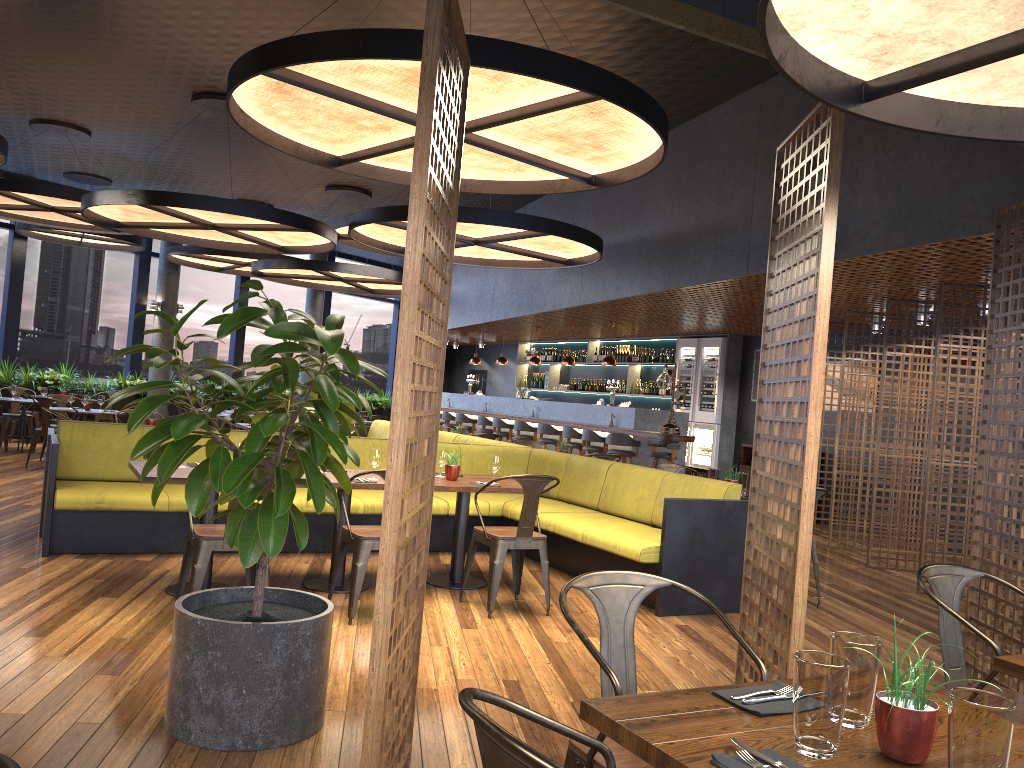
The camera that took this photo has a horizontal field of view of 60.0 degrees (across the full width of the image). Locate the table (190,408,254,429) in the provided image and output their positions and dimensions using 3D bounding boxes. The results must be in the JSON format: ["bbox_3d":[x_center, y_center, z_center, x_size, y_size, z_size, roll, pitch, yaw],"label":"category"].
[{"bbox_3d":[-4.987,0.842,15.147,0.906,0.763,0.887,5,-1,-28],"label":"table"}]

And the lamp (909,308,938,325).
[{"bbox_3d":[4.392,-0.720,9.474,0.228,0.172,0.228,5,-1,-28],"label":"lamp"}]

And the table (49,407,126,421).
[{"bbox_3d":[-5.684,0.725,11.729,1.007,0.760,1.007,6,-1,-40],"label":"table"}]

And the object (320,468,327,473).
[{"bbox_3d":[-1.326,0.512,6.171,0.097,0.206,0.097,5,-1,18],"label":"object"}]

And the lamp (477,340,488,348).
[{"bbox_3d":[-0.725,-0.950,21.178,0.228,0.172,0.228,5,-1,-28],"label":"lamp"}]

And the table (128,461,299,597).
[{"bbox_3d":[-1.955,0.935,5.663,0.906,0.763,0.887,5,-1,-28],"label":"table"}]

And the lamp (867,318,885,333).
[{"bbox_3d":[4.390,-0.699,10.660,0.228,0.172,0.228,5,-1,-28],"label":"lamp"}]

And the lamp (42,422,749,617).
[{"bbox_3d":[1.130,0.251,7.735,9.057,2.714,3.017,5,-1,-28],"label":"lamp"}]

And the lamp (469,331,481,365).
[{"bbox_3d":[-0.726,-0.740,18.204,0.250,0.673,0.250,6,-1,-40],"label":"lamp"}]

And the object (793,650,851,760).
[{"bbox_3d":[0.579,0.606,1.675,0.102,0.178,0.102,6,-1,-42],"label":"object"}]

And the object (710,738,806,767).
[{"bbox_3d":[0.457,0.674,1.554,0.157,0.019,0.255,5,-1,-28],"label":"object"}]

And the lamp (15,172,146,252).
[{"bbox_3d":[-7.191,-2.957,14.943,1.979,1.093,1.979,4,-1,26],"label":"lamp"}]

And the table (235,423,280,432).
[{"bbox_3d":[-3.081,0.941,11.518,0.906,0.763,0.887,5,-1,-28],"label":"table"}]

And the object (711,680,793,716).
[{"bbox_3d":[0.587,0.692,1.970,0.255,0.019,0.157,5,-1,-28],"label":"object"}]

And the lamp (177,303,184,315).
[{"bbox_3d":[-6.419,-1.434,17.101,0.215,0.215,0.189,4,-1,38],"label":"lamp"}]

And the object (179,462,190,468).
[{"bbox_3d":[-2.126,0.437,5.746,0.097,0.206,0.097,5,-1,18],"label":"object"}]

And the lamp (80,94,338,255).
[{"bbox_3d":[-3.370,-2.478,10.222,2.778,1.475,2.778,4,-1,21],"label":"lamp"}]

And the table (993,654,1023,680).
[{"bbox_3d":[1.948,1.207,2.339,0.887,0.763,0.906,5,-1,-28],"label":"table"}]

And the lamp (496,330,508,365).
[{"bbox_3d":[-0.168,-0.711,17.150,0.250,0.673,0.250,5,-1,5],"label":"lamp"}]

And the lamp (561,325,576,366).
[{"bbox_3d":[0.978,-0.651,14.983,0.250,0.673,0.250,5,-1,5],"label":"lamp"}]

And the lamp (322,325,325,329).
[{"bbox_3d":[-4.268,-1.203,19.950,0.215,0.215,0.189,4,-1,41],"label":"lamp"}]

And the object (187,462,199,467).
[{"bbox_3d":[-2.070,0.539,5.907,0.157,0.019,0.255,5,-1,-28],"label":"object"}]

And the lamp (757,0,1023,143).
[{"bbox_3d":[1.642,-1.894,1.927,1.979,2.172,1.979,5,-1,17],"label":"lamp"}]

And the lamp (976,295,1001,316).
[{"bbox_3d":[4.463,-0.733,8.325,0.228,0.172,0.228,5,-1,-28],"label":"lamp"}]

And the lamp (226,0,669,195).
[{"bbox_3d":[-0.339,-2.300,5.760,2.778,1.475,2.778,5,-1,-28],"label":"lamp"}]

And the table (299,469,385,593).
[{"bbox_3d":[-1.162,1.009,6.091,0.906,0.763,0.887,5,-1,-28],"label":"table"}]

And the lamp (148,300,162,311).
[{"bbox_3d":[-6.723,-1.467,16.628,0.215,0.215,0.189,4,-1,29],"label":"lamp"}]

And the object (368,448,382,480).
[{"bbox_3d":[-0.928,0.543,6.000,0.097,0.206,0.097,5,-1,18],"label":"object"}]

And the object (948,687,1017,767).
[{"bbox_3d":[0.791,0.621,1.505,0.102,0.178,0.102,6,-1,-42],"label":"object"}]

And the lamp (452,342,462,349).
[{"bbox_3d":[-1.432,-0.986,22.513,0.228,0.172,0.228,5,-1,-28],"label":"lamp"}]

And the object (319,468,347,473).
[{"bbox_3d":[-1.270,0.614,6.332,0.157,0.019,0.255,5,-1,-28],"label":"object"}]

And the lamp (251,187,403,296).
[{"bbox_3d":[-2.693,-2.352,14.271,2.778,1.475,2.778,4,-1,27],"label":"lamp"}]

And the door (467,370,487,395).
[{"bbox_3d":[-0.931,0.664,22.608,0.137,2.056,1.012,5,-1,-28],"label":"door"}]

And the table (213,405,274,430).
[{"bbox_3d":[-5.496,0.851,18.121,0.887,0.763,0.906,4,-1,36],"label":"table"}]

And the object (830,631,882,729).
[{"bbox_3d":[0.713,0.621,1.856,0.102,0.178,0.102,6,-1,-42],"label":"object"}]

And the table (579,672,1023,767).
[{"bbox_3d":[0.717,1.092,1.680,0.906,0.763,0.887,5,-1,-28],"label":"table"}]

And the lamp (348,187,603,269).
[{"bbox_3d":[-0.336,-2.230,9.772,2.778,1.475,2.778,5,-1,-24],"label":"lamp"}]

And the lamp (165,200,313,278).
[{"bbox_3d":[-4.747,-2.672,16.054,2.778,1.159,2.778,5,-1,8],"label":"lamp"}]

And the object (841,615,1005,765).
[{"bbox_3d":[0.747,0.574,1.675,0.238,0.271,0.260,5,-1,-6],"label":"object"}]

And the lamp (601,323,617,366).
[{"bbox_3d":[1.544,-0.622,13.916,0.250,0.673,0.250,5,-1,5],"label":"lamp"}]

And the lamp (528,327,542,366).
[{"bbox_3d":[0.439,-0.679,16.003,0.250,0.673,0.250,5,-1,5],"label":"lamp"}]

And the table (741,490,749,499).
[{"bbox_3d":[1.775,1.278,7.312,0.887,0.763,0.906,5,-1,-28],"label":"table"}]

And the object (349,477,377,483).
[{"bbox_3d":[-0.999,0.628,5.836,0.157,0.019,0.255,5,-1,-28],"label":"object"}]

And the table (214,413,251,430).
[{"bbox_3d":[-4.380,0.874,14.002,0.887,0.763,0.906,5,-1,-28],"label":"table"}]

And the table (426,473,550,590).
[{"bbox_3d":[-0.364,1.084,6.515,0.906,0.763,0.887,5,-1,-28],"label":"table"}]

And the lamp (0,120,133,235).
[{"bbox_3d":[-6.120,-2.859,11.922,2.778,1.159,2.778,4,-1,39],"label":"lamp"}]

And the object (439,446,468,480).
[{"bbox_3d":[-0.418,0.557,6.409,0.238,0.271,0.260,5,-1,-6],"label":"object"}]

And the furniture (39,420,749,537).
[{"bbox_3d":[-1.977,0.912,8.834,4.895,0.914,7.462,5,-1,-33],"label":"furniture"}]

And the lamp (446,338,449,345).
[{"bbox_3d":[-1.581,-1.024,21.067,0.228,0.172,0.228,5,-1,-28],"label":"lamp"}]

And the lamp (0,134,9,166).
[{"bbox_3d":[-6.203,-2.930,8.193,2.778,1.159,2.778,6,-1,-38],"label":"lamp"}]

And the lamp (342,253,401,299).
[{"bbox_3d":[-2.954,-2.527,19.183,1.979,1.093,1.979,4,-1,26],"label":"lamp"}]

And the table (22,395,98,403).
[{"bbox_3d":[-7.722,0.612,15.155,0.887,0.763,0.906,4,-1,36],"label":"table"}]

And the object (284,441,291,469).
[{"bbox_3d":[-1.452,0.461,5.860,0.238,0.271,0.260,5,-1,-6],"label":"object"}]

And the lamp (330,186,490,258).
[{"bbox_3d":[-0.988,-2.426,11.914,2.778,1.159,2.778,4,-1,22],"label":"lamp"}]

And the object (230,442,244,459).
[{"bbox_3d":[-1.728,0.468,5.574,0.097,0.206,0.097,5,-1,18],"label":"object"}]

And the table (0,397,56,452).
[{"bbox_3d":[-7.270,0.616,13.170,1.007,0.760,1.007,5,-1,-35],"label":"table"}]

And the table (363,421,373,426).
[{"bbox_3d":[-2.672,1.046,15.640,0.906,0.763,0.887,5,-1,-28],"label":"table"}]
